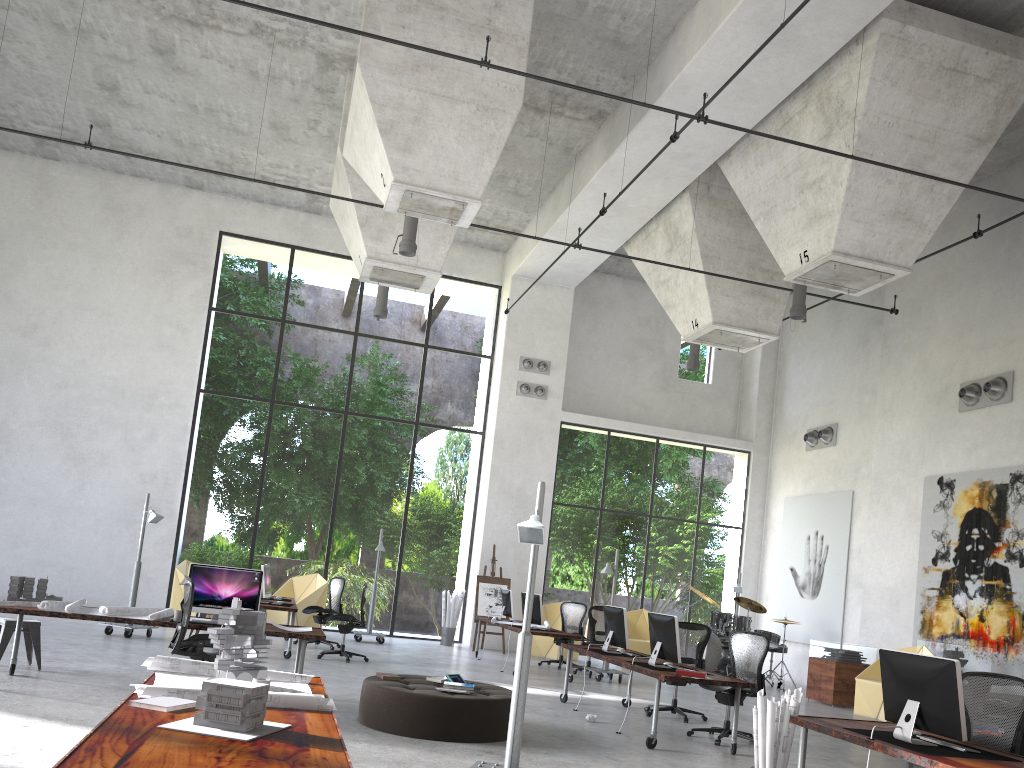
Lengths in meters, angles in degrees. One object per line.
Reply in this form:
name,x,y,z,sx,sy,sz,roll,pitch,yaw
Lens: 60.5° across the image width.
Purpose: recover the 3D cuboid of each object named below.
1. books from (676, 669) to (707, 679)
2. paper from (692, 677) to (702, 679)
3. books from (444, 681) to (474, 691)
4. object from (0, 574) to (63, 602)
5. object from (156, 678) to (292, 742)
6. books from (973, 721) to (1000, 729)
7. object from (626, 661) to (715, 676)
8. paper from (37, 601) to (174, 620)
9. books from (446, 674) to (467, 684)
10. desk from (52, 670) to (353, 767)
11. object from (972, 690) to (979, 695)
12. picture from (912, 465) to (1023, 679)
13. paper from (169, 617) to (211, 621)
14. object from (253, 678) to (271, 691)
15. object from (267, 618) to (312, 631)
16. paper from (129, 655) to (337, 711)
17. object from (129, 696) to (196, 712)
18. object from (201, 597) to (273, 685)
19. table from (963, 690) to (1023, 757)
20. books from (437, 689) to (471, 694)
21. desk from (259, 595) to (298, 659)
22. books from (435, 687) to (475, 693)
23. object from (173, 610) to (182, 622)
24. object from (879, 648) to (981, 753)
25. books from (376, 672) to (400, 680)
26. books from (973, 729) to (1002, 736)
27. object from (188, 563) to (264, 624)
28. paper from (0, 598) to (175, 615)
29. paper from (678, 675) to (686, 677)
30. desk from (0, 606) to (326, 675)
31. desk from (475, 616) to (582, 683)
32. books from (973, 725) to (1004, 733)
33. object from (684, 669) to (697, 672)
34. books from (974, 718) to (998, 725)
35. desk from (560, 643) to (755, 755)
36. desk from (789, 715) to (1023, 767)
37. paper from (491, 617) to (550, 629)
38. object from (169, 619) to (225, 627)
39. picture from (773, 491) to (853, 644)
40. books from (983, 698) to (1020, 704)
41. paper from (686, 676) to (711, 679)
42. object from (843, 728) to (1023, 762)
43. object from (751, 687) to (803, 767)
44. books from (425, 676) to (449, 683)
books,1.739,2.803,8.503,0.284,0.051,0.207,2,-13,18
paper,1.769,2.836,8.513,0.213,0.001,0.292,14,-15,-31
books,-0.499,2.842,8.269,0.284,0.033,0.201,7,-12,-1
object,-4.653,1.982,8.515,0.742,0.301,0.438,11,-11,-24
object,-1.176,1.338,3.662,0.388,0.179,0.425,4,-12,11
books,4.556,3.275,8.465,0.254,0.032,0.178,-3,-15,36
object,1.638,2.986,9.228,0.690,0.008,0.862,9,-13,-12
paper,-3.836,2.152,8.400,1.080,0.103,0.991,9,-13,-14
books,-0.540,2.878,8.531,0.146,0.101,0.206,12,-12,-28
desk,-1.297,1.820,3.842,0.978,0.712,3.177,9,-12,-13
object,4.843,3.223,9.161,0.139,0.055,0.117,12,-13,-28
picture,6.856,2.770,13.038,0.020,2.977,2.384,8,-8,-13
paper,-3.096,2.345,8.726,0.485,0.001,0.437,7,-13,-3
object,-1.287,1.542,4.443,0.122,0.099,0.089,4,-9,14
object,-2.223,2.402,8.757,0.471,0.084,0.442,9,-12,-10
paper,-1.482,1.582,4.667,0.982,0.103,1.090,10,-13,-18
object,-1.570,1.447,3.977,0.199,0.023,0.241,3,-13,17
object,-1.512,1.404,4.727,0.360,0.514,0.503,3,-9,21
table,5.352,3.679,9.042,1.512,0.784,1.625,9,-11,-14
books,-0.525,2.784,7.964,0.300,0.031,0.224,6,-12,1
desk,-3.898,3.722,13.670,0.967,0.712,3.178,9,-12,-13
books,-0.516,2.783,7.989,0.300,0.039,0.225,2,-13,20
object,-3.144,2.204,8.334,0.122,0.099,0.089,4,-9,15
object,2.647,1.995,5.562,0.378,0.544,0.725,8,-10,-12
books,-1.191,2.813,8.452,0.176,0.032,0.257,11,-13,-22
books,4.551,3.340,8.455,0.284,0.034,0.202,-1,-14,31
object,-2.842,2.073,8.634,0.717,0.546,0.382,9,-8,-13
paper,-4.071,2.124,8.371,0.889,0.102,1.973,1,-14,24
paper,1.769,2.838,8.513,0.289,0.001,0.215,2,-13,18
desk,-3.454,2.621,8.511,3.142,0.715,0.988,9,-10,-14
desk,0.167,4.392,14.662,0.978,0.712,3.177,9,-12,-13
books,4.555,3.307,8.457,0.283,0.033,0.202,3,-13,17
object,1.731,2.773,8.509,0.149,0.011,0.011,-6,-15,44
books,4.563,3.247,8.464,0.204,0.025,0.147,-1,-14,31
desk,1.432,3.451,9.810,0.978,0.712,3.177,9,-12,-13
desk,2.768,2.490,4.833,0.967,0.712,3.178,9,-12,-13
paper,0.150,4.043,14.918,1.076,0.103,0.994,7,-12,-4
object,-2.874,2.349,8.608,0.852,0.008,0.698,9,-13,-12
picture,6.044,3.737,17.779,0.020,2.977,2.366,8,-8,-13
books,4.907,3.164,8.803,0.305,0.030,0.227,-5,-17,43
paper,1.778,2.837,8.514,0.290,0.001,0.215,6,-13,3
object,2.619,2.273,5.538,0.690,0.008,0.862,9,-13,-12
object,1.882,2.624,6.327,0.319,0.925,0.346,6,-6,4
books,-0.687,2.900,8.628,0.197,0.034,0.290,-1,-14,31
